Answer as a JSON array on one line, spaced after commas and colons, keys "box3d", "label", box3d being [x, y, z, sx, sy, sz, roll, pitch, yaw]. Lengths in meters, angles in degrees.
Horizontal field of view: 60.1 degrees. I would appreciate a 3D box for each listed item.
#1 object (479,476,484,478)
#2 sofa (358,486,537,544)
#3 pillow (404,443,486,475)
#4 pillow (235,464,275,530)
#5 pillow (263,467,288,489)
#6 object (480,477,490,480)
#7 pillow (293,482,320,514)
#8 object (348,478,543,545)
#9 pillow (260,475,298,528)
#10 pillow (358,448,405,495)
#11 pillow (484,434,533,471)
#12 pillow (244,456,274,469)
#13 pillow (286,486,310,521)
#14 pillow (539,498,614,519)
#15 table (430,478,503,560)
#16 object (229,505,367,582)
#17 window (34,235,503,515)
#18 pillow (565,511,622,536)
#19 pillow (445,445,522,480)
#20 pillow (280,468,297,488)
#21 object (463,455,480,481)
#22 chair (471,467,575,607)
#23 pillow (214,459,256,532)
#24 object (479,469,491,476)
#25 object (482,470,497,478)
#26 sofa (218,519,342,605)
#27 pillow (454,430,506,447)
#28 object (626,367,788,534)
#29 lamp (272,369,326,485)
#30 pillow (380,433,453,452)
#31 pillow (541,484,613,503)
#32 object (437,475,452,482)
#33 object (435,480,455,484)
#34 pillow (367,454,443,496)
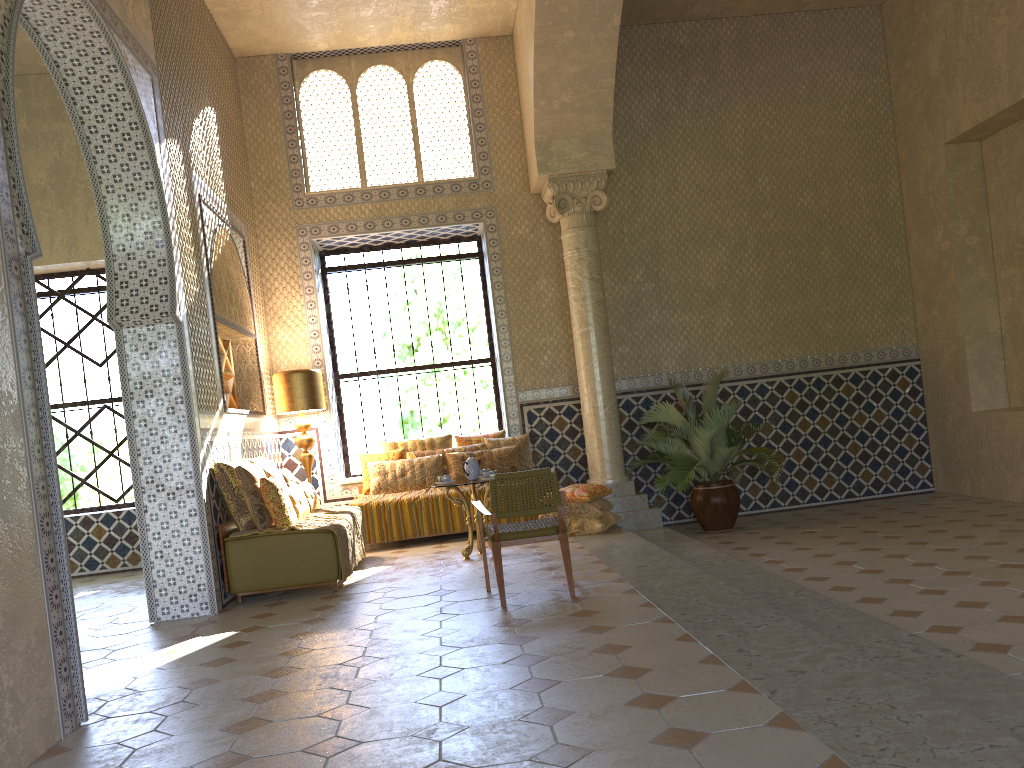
[{"box3d": [-0.367, 1.218, 11.702, 0.255, 0.032, 0.256, -5, -3, -26], "label": "object"}, {"box3d": [-0.996, 1.931, 13.826, 2.848, 0.938, 1.275, -6, -1, -5], "label": "sofa"}, {"box3d": [-1.026, 1.315, 14.067, 1.340, 0.616, 0.370, -6, 0, -5], "label": "pillow"}, {"box3d": [-2.944, 1.309, 10.278, 0.383, 0.780, 0.835, -7, -1, -4], "label": "pillow"}, {"box3d": [-2.923, 1.374, 11.026, 0.340, 0.693, 0.741, -7, -1, -4], "label": "pillow"}, {"box3d": [-0.270, 1.180, 11.072, 0.255, 0.032, 0.256, -6, -2, -8], "label": "object"}, {"box3d": [-2.766, 1.551, 11.892, 0.271, 0.450, 0.983, -7, -2, -5], "label": "pillow"}, {"box3d": [-1.031, 1.923, 13.760, 2.884, 0.718, 1.315, -6, -2, -4], "label": "object"}, {"box3d": [-2.663, 1.367, 10.157, 0.344, 0.651, 0.685, -7, -1, -5], "label": "pillow"}, {"box3d": [-2.030, 1.398, 14.008, 0.740, 0.694, 0.341, -7, 0, -4], "label": "pillow"}, {"box3d": [-0.043, 1.175, 14.165, 0.740, 0.694, 0.341, -7, 0, -4], "label": "pillow"}, {"box3d": [-3.260, 1.364, 11.678, 0.422, 0.832, 1.193, -7, -1, -5], "label": "pillow"}, {"box3d": [-2.692, 1.502, 10.958, 0.271, 0.450, 0.983, -7, -2, -5], "label": "pillow"}, {"box3d": [0.931, 1.799, 12.645, 0.933, 0.347, 0.879, -7, -2, 16], "label": "pillow"}, {"box3d": [-0.441, 1.720, 11.343, 1.103, 0.981, 1.098, -7, -1, 25], "label": "table"}, {"box3d": [-2.583, 1.991, 11.142, 1.313, 0.718, 2.889, -6, -2, -5], "label": "object"}, {"box3d": [-4.476, -0.163, 14.894, 8.475, 3.993, 0.574, -6, 1, -8], "label": "window"}, {"box3d": [0.972, 1.998, 12.658, 0.993, 0.368, 1.041, -7, -2, 20], "label": "pillow"}, {"box3d": [-0.430, 1.294, 13.895, 1.191, 0.547, 0.329, -6, 0, -5], "label": "pillow"}, {"box3d": [-2.983, 1.445, 11.827, 0.313, 0.638, 0.682, -7, -1, -4], "label": "pillow"}, {"box3d": [-0.516, 1.075, 11.375, 0.272, 0.324, 0.199, -6, 0, -15], "label": "object"}, {"box3d": [0.127, 1.419, 8.557, 0.950, 1.210, 0.907, -7, 0, -5], "label": "chair"}, {"box3d": [-3.165, 1.302, 10.485, 0.422, 0.832, 1.193, -7, -1, -5], "label": "pillow"}, {"box3d": [-0.372, 1.181, 11.701, 0.183, 0.100, 0.183, -6, -2, -16], "label": "object"}, {"box3d": [-0.273, 1.142, 11.072, 0.183, 0.100, 0.184, -6, -2, -9], "label": "object"}, {"box3d": [-2.643, 2.007, 11.149, 1.273, 0.937, 2.853, -7, -2, -5], "label": "sofa"}, {"box3d": [-0.476, 1.188, 14.408, 0.855, 0.801, 0.393, -7, 0, -4], "label": "pillow"}, {"box3d": [3.132, 1.012, 13.564, 2.637, 2.503, 2.168, -6, -1, -18], "label": "object"}, {"box3d": [-3.130, 1.204, 13.554, 0.734, 2.815, 0.739, -7, 1, -36], "label": "lamp"}, {"box3d": [-1.501, 1.271, 14.269, 1.192, 0.833, 0.422, -7, 0, -5], "label": "pillow"}, {"box3d": [0.923, 1.590, 12.635, 0.806, 0.311, 0.746, -8, -2, 29], "label": "pillow"}, {"box3d": [-0.856, 1.220, 11.309, 0.183, 0.100, 0.183, -6, -2, -24], "label": "object"}, {"box3d": [-0.852, 1.258, 11.310, 0.255, 0.032, 0.256, -5, -3, -26], "label": "object"}, {"box3d": [-1.643, 1.431, 13.800, 1.191, 0.547, 0.329, -6, 0, -5], "label": "pillow"}]
